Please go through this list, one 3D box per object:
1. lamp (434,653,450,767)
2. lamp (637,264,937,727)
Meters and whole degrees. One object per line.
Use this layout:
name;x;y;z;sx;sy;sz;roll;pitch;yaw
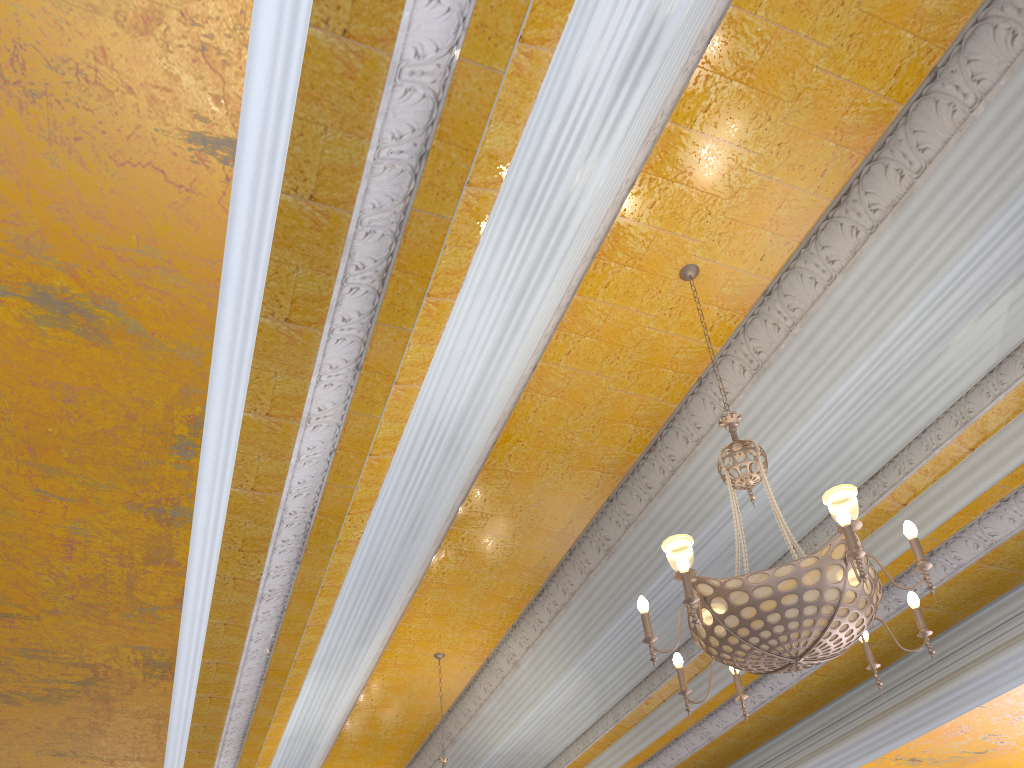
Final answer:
lamp;-0.530;3.046;6.708;0.982;1.913;1.061;-18;-37;16
lamp;0.923;0.229;3.538;0.982;1.913;1.061;-18;-37;16
